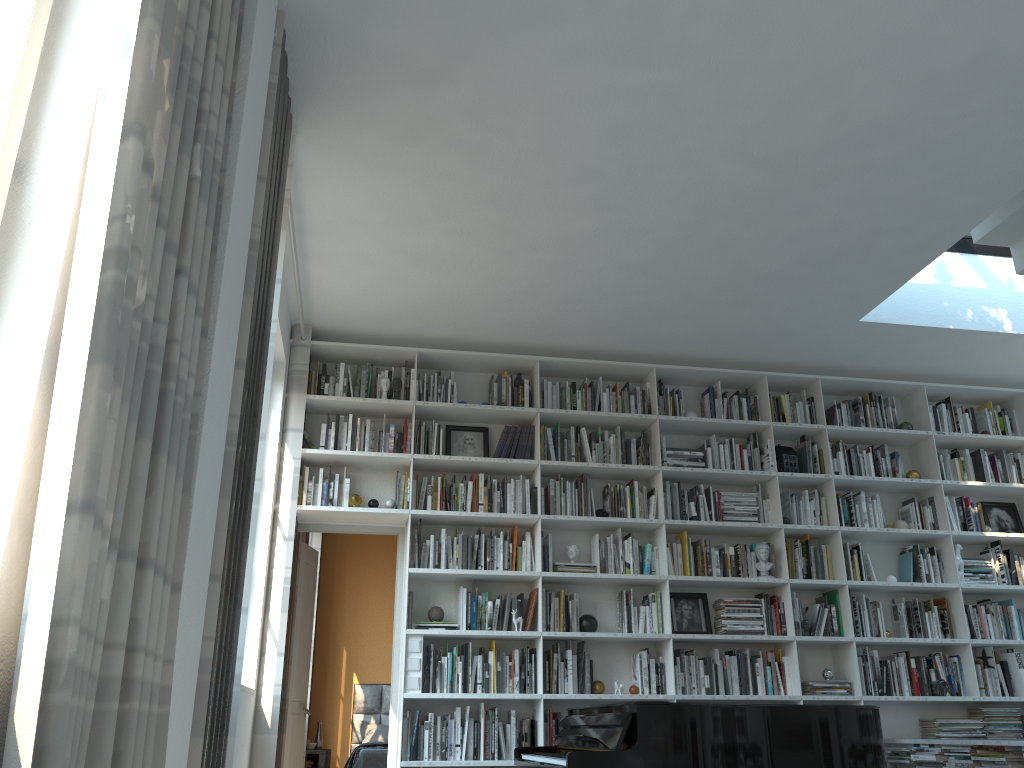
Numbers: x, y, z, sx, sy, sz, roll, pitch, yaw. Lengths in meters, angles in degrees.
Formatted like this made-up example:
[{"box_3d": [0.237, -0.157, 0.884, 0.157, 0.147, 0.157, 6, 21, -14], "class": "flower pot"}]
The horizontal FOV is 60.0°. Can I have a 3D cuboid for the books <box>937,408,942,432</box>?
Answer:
[{"box_3d": [3.191, 0.322, 6.730, 0.024, 0.230, 0.169, 3, -21, -9], "class": "books"}]

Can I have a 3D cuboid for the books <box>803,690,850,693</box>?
[{"box_3d": [2.060, 2.021, 5.821, 0.254, 0.012, 0.161, 1, -21, -4], "class": "books"}]

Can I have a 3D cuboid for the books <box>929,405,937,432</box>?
[{"box_3d": [3.142, 0.308, 6.723, 0.025, 0.249, 0.178, 3, -21, -9], "class": "books"}]

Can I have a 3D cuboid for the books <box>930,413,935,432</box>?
[{"box_3d": [3.120, 0.334, 6.696, 0.022, 0.181, 0.190, 3, -21, -9], "class": "books"}]

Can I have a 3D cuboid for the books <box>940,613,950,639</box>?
[{"box_3d": [2.961, 1.692, 6.147, 0.016, 0.179, 0.190, 3, -21, -9], "class": "books"}]

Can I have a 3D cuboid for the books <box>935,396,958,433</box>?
[{"box_3d": [3.316, 0.279, 6.760, 0.014, 0.330, 0.181, 3, -21, -9], "class": "books"}]

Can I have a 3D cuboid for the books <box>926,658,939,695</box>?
[{"box_3d": [2.835, 2.001, 6.030, 0.012, 0.248, 0.165, 3, -21, -9], "class": "books"}]

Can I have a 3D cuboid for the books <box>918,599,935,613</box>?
[{"box_3d": [2.894, 1.649, 6.167, 0.006, 0.273, 0.173, 3, -21, -9], "class": "books"}]

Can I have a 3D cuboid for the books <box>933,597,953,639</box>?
[{"box_3d": [2.999, 1.645, 6.184, 0.007, 0.294, 0.162, 3, -21, -9], "class": "books"}]

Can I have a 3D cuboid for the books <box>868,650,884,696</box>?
[{"box_3d": [2.409, 1.947, 5.952, 0.030, 0.293, 0.189, 3, -21, -9], "class": "books"}]

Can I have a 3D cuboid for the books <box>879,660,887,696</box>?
[{"box_3d": [2.464, 1.985, 5.964, 0.065, 0.230, 0.162, 3, -21, -9], "class": "books"}]

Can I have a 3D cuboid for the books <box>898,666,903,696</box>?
[{"box_3d": [2.577, 2.001, 5.990, 0.012, 0.220, 0.154, 3, -21, -9], "class": "books"}]

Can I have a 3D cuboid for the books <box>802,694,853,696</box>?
[{"box_3d": [2.061, 2.043, 5.811, 0.285, 0.012, 0.160, 2, -22, -6], "class": "books"}]

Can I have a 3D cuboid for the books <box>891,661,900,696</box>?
[{"box_3d": [2.546, 1.995, 5.984, 0.024, 0.227, 0.160, 3, -21, -9], "class": "books"}]

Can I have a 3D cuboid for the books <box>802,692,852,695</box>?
[{"box_3d": [2.060, 2.033, 5.819, 0.285, 0.012, 0.160, 2, -21, -5], "class": "books"}]

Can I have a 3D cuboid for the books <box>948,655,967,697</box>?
[{"box_3d": [3.029, 2.000, 6.059, 0.025, 0.271, 0.172, 3, -21, -9], "class": "books"}]

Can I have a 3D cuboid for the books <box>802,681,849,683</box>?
[{"box_3d": [2.061, 1.962, 5.837, 0.254, 0.012, 0.161, 0, -21, -1], "class": "books"}]

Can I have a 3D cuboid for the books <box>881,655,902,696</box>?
[{"box_3d": [2.565, 1.976, 5.991, 0.014, 0.267, 0.172, 3, -21, -9], "class": "books"}]

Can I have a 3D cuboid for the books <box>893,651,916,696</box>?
[{"box_3d": [2.653, 1.965, 5.997, 0.012, 0.292, 0.176, 3, -21, -9], "class": "books"}]

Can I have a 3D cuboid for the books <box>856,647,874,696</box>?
[{"box_3d": [2.352, 1.933, 5.947, 0.010, 0.315, 0.187, 3, -21, -9], "class": "books"}]

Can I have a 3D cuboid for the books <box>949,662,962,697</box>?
[{"box_3d": [2.980, 2.015, 6.037, 0.025, 0.227, 0.176, 3, -21, -9], "class": "books"}]

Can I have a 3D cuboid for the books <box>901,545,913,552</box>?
[{"box_3d": [2.836, 1.305, 6.311, 0.016, 0.289, 0.135, 3, -21, -9], "class": "books"}]

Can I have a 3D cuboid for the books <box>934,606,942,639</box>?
[{"box_3d": [2.906, 1.671, 6.160, 0.018, 0.228, 0.182, 3, -21, -9], "class": "books"}]

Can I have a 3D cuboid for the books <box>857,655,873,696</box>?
[{"box_3d": [2.336, 1.957, 5.934, 0.023, 0.261, 0.187, 3, -21, -9], "class": "books"}]

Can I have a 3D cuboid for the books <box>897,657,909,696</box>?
[{"box_3d": [2.598, 1.982, 5.984, 0.025, 0.251, 0.182, 3, -21, -9], "class": "books"}]

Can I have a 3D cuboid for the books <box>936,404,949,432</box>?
[{"box_3d": [3.254, 0.304, 6.749, 0.048, 0.277, 0.150, 3, -21, -9], "class": "books"}]

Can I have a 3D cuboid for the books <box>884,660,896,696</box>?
[{"box_3d": [2.519, 1.992, 5.984, 0.029, 0.233, 0.143, 3, -21, -9], "class": "books"}]

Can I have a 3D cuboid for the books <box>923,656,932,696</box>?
[{"box_3d": [2.770, 1.992, 6.024, 0.026, 0.262, 0.170, 3, -21, -9], "class": "books"}]

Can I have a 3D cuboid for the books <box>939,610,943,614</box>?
[{"box_3d": [2.972, 1.691, 6.180, 0.016, 0.204, 0.142, 3, -21, -9], "class": "books"}]

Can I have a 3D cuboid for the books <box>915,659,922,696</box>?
[{"box_3d": [2.720, 2.002, 6.021, 0.021, 0.241, 0.131, 3, -21, -9], "class": "books"}]

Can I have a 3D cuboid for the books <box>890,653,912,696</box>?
[{"box_3d": [2.638, 1.976, 6.014, 0.012, 0.284, 0.160, 3, -21, -9], "class": "books"}]

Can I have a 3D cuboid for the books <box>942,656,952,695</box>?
[{"box_3d": [2.929, 2.002, 6.052, 0.021, 0.263, 0.150, 3, -21, -9], "class": "books"}]

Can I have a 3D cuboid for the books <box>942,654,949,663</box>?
[{"box_3d": [2.956, 2.000, 6.072, 0.012, 0.281, 0.144, 3, -21, -9], "class": "books"}]

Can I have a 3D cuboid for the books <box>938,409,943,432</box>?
[{"box_3d": [3.214, 0.321, 6.754, 0.027, 0.248, 0.140, 3, -21, -9], "class": "books"}]

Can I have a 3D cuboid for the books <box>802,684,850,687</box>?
[{"box_3d": [2.061, 1.984, 5.826, 0.254, 0.012, 0.161, 4, -22, -9], "class": "books"}]

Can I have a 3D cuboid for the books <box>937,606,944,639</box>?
[{"box_3d": [2.938, 1.676, 6.178, 0.021, 0.231, 0.156, 3, -21, -9], "class": "books"}]

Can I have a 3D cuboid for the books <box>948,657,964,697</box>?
[{"box_3d": [3.004, 2.005, 6.053, 0.026, 0.257, 0.157, 3, -21, -9], "class": "books"}]

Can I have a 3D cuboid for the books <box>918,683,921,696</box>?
[{"box_3d": [2.699, 2.000, 6.011, 0.025, 0.237, 0.157, 3, -21, -9], "class": "books"}]

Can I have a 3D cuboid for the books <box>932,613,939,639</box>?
[{"box_3d": [2.882, 1.690, 6.146, 0.019, 0.182, 0.191, 3, -21, -9], "class": "books"}]

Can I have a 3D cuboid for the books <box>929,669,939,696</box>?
[{"box_3d": [2.817, 2.031, 6.013, 0.025, 0.180, 0.169, 3, -21, -9], "class": "books"}]

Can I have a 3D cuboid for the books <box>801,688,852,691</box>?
[{"box_3d": [2.060, 2.009, 5.823, 0.285, 0.012, 0.160, 2, -22, -6], "class": "books"}]

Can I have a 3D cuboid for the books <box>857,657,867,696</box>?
[{"box_3d": [2.315, 1.967, 5.948, 0.012, 0.253, 0.161, 3, -21, -9], "class": "books"}]

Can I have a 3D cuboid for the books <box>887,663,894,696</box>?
[{"box_3d": [2.501, 1.995, 5.969, 0.011, 0.216, 0.176, 3, -21, -9], "class": "books"}]

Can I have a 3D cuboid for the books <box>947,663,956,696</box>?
[{"box_3d": [2.948, 2.019, 6.036, 0.013, 0.219, 0.169, 3, -21, -9], "class": "books"}]

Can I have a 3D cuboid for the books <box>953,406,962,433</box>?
[{"box_3d": [3.358, 0.316, 6.758, 0.014, 0.261, 0.169, 3, -21, -9], "class": "books"}]

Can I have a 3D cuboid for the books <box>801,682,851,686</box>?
[{"box_3d": [2.060, 1.976, 5.839, 0.285, 0.012, 0.160, 2, -21, -5], "class": "books"}]

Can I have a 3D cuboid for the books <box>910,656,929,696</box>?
[{"box_3d": [2.746, 1.988, 6.013, 0.026, 0.261, 0.174, 3, -21, -9], "class": "books"}]

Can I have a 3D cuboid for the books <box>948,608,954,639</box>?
[{"box_3d": [3.028, 1.688, 6.197, 0.009, 0.223, 0.146, 3, -21, -9], "class": "books"}]

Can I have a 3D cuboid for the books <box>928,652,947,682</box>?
[{"box_3d": [2.913, 1.987, 6.054, 0.013, 0.292, 0.135, 3, -21, -9], "class": "books"}]

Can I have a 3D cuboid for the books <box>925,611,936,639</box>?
[{"box_3d": [2.865, 1.685, 6.149, 0.015, 0.194, 0.176, 3, -21, -9], "class": "books"}]

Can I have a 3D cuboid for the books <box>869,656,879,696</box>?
[{"box_3d": [2.383, 1.963, 5.942, 0.023, 0.255, 0.179, 3, -21, -9], "class": "books"}]

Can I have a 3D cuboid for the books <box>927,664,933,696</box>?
[{"box_3d": [2.793, 2.018, 6.020, 0.022, 0.210, 0.136, 3, -21, -9], "class": "books"}]

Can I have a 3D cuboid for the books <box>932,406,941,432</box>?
[{"box_3d": [3.168, 0.312, 6.721, 0.026, 0.241, 0.185, 3, -21, -9], "class": "books"}]

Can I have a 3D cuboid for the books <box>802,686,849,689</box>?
[{"box_3d": [2.060, 1.999, 5.832, 0.254, 0.012, 0.161, 2, -21, -5], "class": "books"}]

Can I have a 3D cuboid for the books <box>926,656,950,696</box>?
[{"box_3d": [2.874, 1.994, 6.034, 0.070, 0.265, 0.186, 3, -21, -9], "class": "books"}]

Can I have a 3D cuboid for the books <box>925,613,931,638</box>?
[{"box_3d": [2.826, 1.684, 6.131, 0.018, 0.181, 0.182, 3, -21, -9], "class": "books"}]

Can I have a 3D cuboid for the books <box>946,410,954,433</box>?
[{"box_3d": [3.292, 0.329, 6.748, 0.030, 0.230, 0.148, 3, -21, -9], "class": "books"}]

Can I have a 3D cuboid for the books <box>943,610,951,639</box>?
[{"box_3d": [2.988, 1.690, 6.173, 0.013, 0.203, 0.159, 3, -21, -9], "class": "books"}]

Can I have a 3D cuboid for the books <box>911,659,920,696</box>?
[{"box_3d": [2.674, 1.990, 5.994, 0.031, 0.243, 0.185, 3, -21, -9], "class": "books"}]
